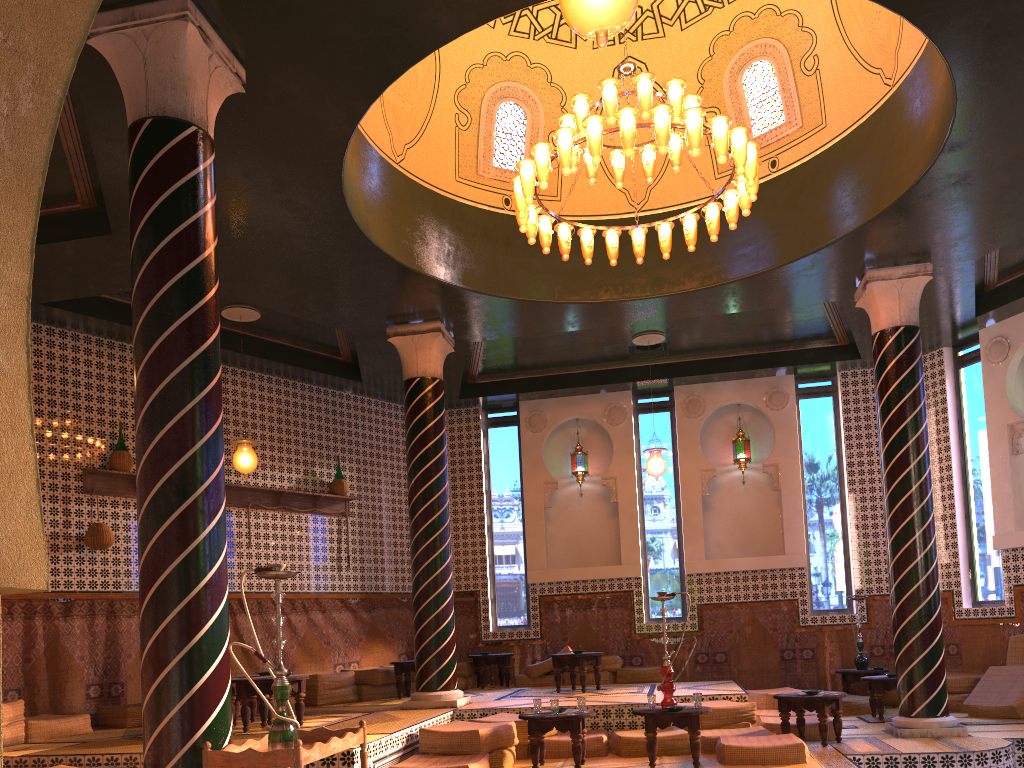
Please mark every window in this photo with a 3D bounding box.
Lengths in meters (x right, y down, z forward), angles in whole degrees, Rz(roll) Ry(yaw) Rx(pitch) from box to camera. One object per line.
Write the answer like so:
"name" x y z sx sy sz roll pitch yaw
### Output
"window" 1.233 -3.963 8.850 5.565 1.140 5.891 12 -21 -42
"window" -0.080 2.690 16.411 0.776 3.942 0.092 -3 -3 11
"window" 5.531 2.116 15.366 0.776 3.942 0.092 -3 -3 11
"window" 2.725 2.403 15.888 0.776 3.942 0.092 -3 -3 11
"window" 7.485 1.539 13.690 0.091 3.942 0.787 -2 -4 -20

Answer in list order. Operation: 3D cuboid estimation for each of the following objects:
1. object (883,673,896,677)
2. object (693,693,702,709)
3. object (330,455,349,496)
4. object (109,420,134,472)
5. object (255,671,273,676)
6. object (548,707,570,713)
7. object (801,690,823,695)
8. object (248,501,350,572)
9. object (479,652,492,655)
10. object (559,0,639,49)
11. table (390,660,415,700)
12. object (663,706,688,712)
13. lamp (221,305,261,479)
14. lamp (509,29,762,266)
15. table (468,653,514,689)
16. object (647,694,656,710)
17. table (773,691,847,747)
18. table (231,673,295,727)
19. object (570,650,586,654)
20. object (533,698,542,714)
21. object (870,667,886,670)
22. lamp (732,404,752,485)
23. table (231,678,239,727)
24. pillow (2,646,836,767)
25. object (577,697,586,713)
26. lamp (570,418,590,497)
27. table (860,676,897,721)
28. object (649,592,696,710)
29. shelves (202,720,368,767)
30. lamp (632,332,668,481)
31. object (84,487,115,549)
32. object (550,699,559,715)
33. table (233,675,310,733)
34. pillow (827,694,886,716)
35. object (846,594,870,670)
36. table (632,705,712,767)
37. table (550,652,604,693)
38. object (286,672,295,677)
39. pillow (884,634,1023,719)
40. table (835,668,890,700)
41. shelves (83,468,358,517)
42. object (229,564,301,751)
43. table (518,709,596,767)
"object" 5.445 4.171 12.354 0.253 0.044 0.257 -10 -17 24
"object" 1.964 3.349 9.128 0.092 0.160 0.094 -1 -7 -12
"object" -2.927 1.555 14.619 0.300 0.711 0.307 1 -7 -38
"object" -5.337 0.857 11.788 0.300 0.711 0.307 1 -7 -38
"object" -2.993 3.519 10.485 0.250 0.044 0.260 -1 -16 -5
"object" 0.514 3.570 9.444 0.252 0.044 0.258 8 -19 -33
"object" 3.547 3.645 10.194 0.250 0.044 0.260 -1 -16 -5
"object" -3.431 2.505 14.043 0.061 1.027 2.012 -5 -12 39
"object" -0.485 4.832 15.462 0.253 0.044 0.257 -10 -17 24
"object" 0.299 -2.453 3.454 0.519 2.285 0.527 -3 -4 -1
"table" -1.531 4.752 13.891 0.843 0.578 0.863 -6 -12 15
"object" 1.697 3.374 8.963 0.252 0.044 0.258 8 -19 -33
"lamp" -3.674 0.149 11.814 0.519 2.285 0.527 -3 -4 -1
"lamp" 1.120 -3.932 8.736 2.484 4.538 2.514 -5 -7 18
"table" -0.363 5.178 15.567 0.849 0.578 0.857 -9 -14 28
"object" 1.493 3.398 9.216 0.092 0.160 0.094 -4 -7 13
"table" 3.560 3.986 10.270 0.848 0.578 0.858 9 -16 -43
"table" -3.078 3.863 10.561 0.846 0.578 0.860 7 -16 -39
"object" 1.032 4.186 13.476 0.253 0.044 0.257 -10 -17 24
"object" 0.279 3.513 9.411 0.092 0.160 0.094 1 -8 -32
"object" 5.994 4.653 14.119 0.253 0.044 0.257 -10 -17 24
"lamp" 4.175 1.077 15.729 0.365 1.542 0.325 -6 -5 44
"table" -3.544 3.685 9.865 0.846 0.578 0.860 7 -16 -39
"pillow" -0.930 4.210 11.266 10.065 1.242 10.264 -6 -16 10
"object" 0.750 3.465 9.323 0.092 0.160 0.094 -1 -7 -12
"lamp" 1.263 1.369 16.251 0.329 1.542 0.361 -6 -5 44
"table" 5.466 4.506 12.394 0.840 0.578 0.866 3 -13 -25
"object" 1.718 2.836 9.207 0.467 1.235 0.303 -5 -5 27
"shelves" -1.461 2.964 5.781 0.748 1.267 1.218 -4 -9 11
"lamp" 2.231 0.399 13.675 0.519 2.285 0.527 -3 -4 -1
"object" -5.483 1.771 11.457 0.374 0.832 0.374 -6 -6 29
"object" 0.454 3.437 9.177 0.092 0.160 0.094 -1 -7 -12
"table" -2.716 3.622 9.788 0.846 0.578 0.860 7 -16 -39
"pillow" 5.223 5.054 13.559 0.974 0.272 0.983 2 -16 -18
"object" 5.731 4.122 14.330 0.464 1.236 0.305 2 -6 -43
"table" 1.712 3.752 9.177 0.840 0.578 0.866 3 -13 -25
"table" 1.024 4.503 13.467 0.845 0.578 0.861 -8 -13 22
"object" -2.592 3.297 9.782 0.253 0.044 0.257 -10 -17 24
"pillow" 7.279 4.024 11.908 1.404 1.166 5.962 1 -16 -20
"table" 5.818 5.034 14.302 0.844 0.578 0.862 -7 -13 19
"shelves" -4.174 1.684 13.132 0.260 0.336 4.553 -9 -16 39
"object" -1.587 1.810 5.647 0.465 1.236 0.302 -4 -4 18
"table" 0.500 3.861 9.346 0.838 0.578 0.868 -3 -12 1
